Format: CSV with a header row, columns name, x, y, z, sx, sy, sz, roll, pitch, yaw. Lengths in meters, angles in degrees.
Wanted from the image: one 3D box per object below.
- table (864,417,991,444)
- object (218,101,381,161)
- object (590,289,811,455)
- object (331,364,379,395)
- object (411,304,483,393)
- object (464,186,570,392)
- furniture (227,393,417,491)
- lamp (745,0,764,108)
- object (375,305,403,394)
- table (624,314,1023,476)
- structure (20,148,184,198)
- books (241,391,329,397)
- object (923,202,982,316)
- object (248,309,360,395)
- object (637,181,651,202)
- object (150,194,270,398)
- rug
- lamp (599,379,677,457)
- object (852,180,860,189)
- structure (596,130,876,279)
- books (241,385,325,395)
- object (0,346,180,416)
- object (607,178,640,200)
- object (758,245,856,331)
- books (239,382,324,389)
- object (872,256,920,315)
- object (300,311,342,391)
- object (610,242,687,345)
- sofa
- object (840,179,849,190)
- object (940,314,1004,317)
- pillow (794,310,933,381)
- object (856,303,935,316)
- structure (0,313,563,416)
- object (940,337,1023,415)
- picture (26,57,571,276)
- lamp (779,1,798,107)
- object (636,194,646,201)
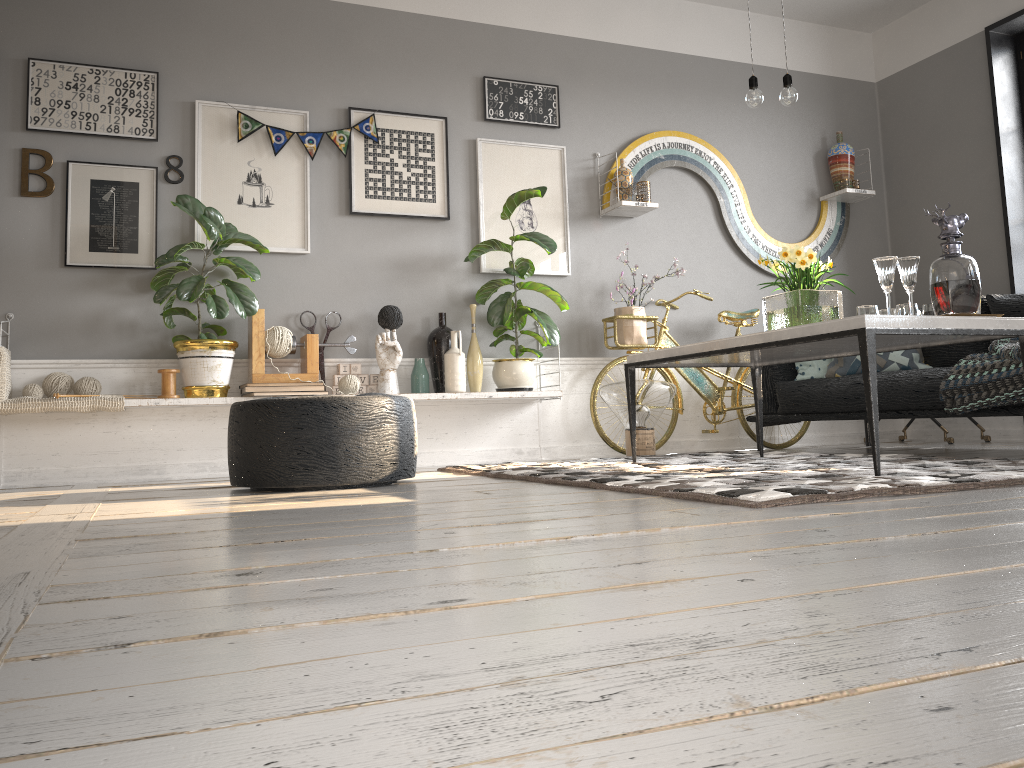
name,x,y,z,sx,sy,sz,roll,pitch,yaw
table,2.668,0.044,5.784,0.339,0.684,0.738,0,-5,-23
object,-1.133,-1.374,4.808,0.914,0.342,0.057,-1,-6,-23
object,1.208,-0.066,5.423,1.625,0.977,0.424,0,-6,-31
object,-0.828,-0.020,4.720,0.265,0.175,0.078,-1,-6,-17
object,-0.357,-0.191,4.819,0.331,0.492,0.284,-5,-6,28
object,0.035,-0.530,4.988,0.566,1.158,0.413,-4,-6,17
furniture,-0.747,0.223,3.524,0.735,0.359,0.731,0,-4,-36
lamp,0.575,-1.911,3.184,0.074,1.547,1.391,-7,-7,36
object,-0.653,-0.182,4.712,0.155,0.487,0.135,1,-7,-23
table,1.129,0.078,3.440,0.732,0.514,1.448,0,-3,-23
structure,-2.033,-1.042,4.423,0.739,0.265,0.024,-1,-6,-23
books,-1.146,0.055,4.460,0.368,0.021,0.295,-1,-3,-28
object,1.533,-0.422,3.070,0.156,0.420,0.147,-2,-6,-3
object,-1.055,-0.152,4.524,0.545,0.443,0.237,0,-6,-23
object,0.806,-1.159,5.399,0.086,0.141,0.085,1,-6,-30
object,-1.480,-0.414,4.315,0.509,0.970,0.542,2,-7,-37
rug,0.906,0.333,3.559,1.770,0.034,2.512,-1,-3,-23
lamp,0.713,0.195,4.963,0.432,0.441,0.430,-3,-5,8
object,2.341,-1.357,6.023,0.050,0.059,0.050,1,-6,-33
structure,1.515,-1.191,5.765,2.022,0.962,0.265,-1,-6,-23
books,-1.156,0.031,4.454,0.384,0.029,0.258,-1,-3,-22
object,-1.969,-0.015,4.133,0.785,0.309,0.327,-1,-5,-22
object,0.675,-1.169,5.330,0.197,0.167,0.060,-3,-6,11
object,1.139,-0.355,3.493,0.325,0.353,0.349,0,-5,-20
books,-1.164,0.009,4.464,0.379,0.017,0.228,-1,-3,-25
object,1.323,-0.318,3.026,0.168,0.228,0.081,-1,-6,-11
object,-1.013,-0.158,4.700,0.221,0.467,0.019,0,-7,-22
object,0.829,-0.540,5.302,0.488,0.646,0.252,-2,-6,-5
sofa,2.220,-0.055,4.354,0.970,0.803,2.327,0,-3,-23
object,2.266,-1.354,6.029,0.060,0.079,0.059,1,-6,-34
object,1.505,-0.217,3.102,0.246,0.015,0.316,-1,-3,-23
pillow,1.927,-0.199,4.923,0.443,0.364,0.795,2,-5,-40
object,1.403,-0.241,3.190,0.278,0.088,0.245,1,-4,-45
structure,-1.048,-0.122,4.555,2.775,0.490,0.306,-1,-5,-23
object,2.183,-0.060,3.685,0.490,0.331,0.663,0,-4,-27
picture,-2.266,-1.242,2.167,7.292,1.807,4.016,-1,-3,-23
lamp,0.714,-1.916,3.176,0.074,1.547,1.391,-7,-7,36
object,0.799,-1.128,5.476,0.062,0.082,0.062,-7,-7,43
